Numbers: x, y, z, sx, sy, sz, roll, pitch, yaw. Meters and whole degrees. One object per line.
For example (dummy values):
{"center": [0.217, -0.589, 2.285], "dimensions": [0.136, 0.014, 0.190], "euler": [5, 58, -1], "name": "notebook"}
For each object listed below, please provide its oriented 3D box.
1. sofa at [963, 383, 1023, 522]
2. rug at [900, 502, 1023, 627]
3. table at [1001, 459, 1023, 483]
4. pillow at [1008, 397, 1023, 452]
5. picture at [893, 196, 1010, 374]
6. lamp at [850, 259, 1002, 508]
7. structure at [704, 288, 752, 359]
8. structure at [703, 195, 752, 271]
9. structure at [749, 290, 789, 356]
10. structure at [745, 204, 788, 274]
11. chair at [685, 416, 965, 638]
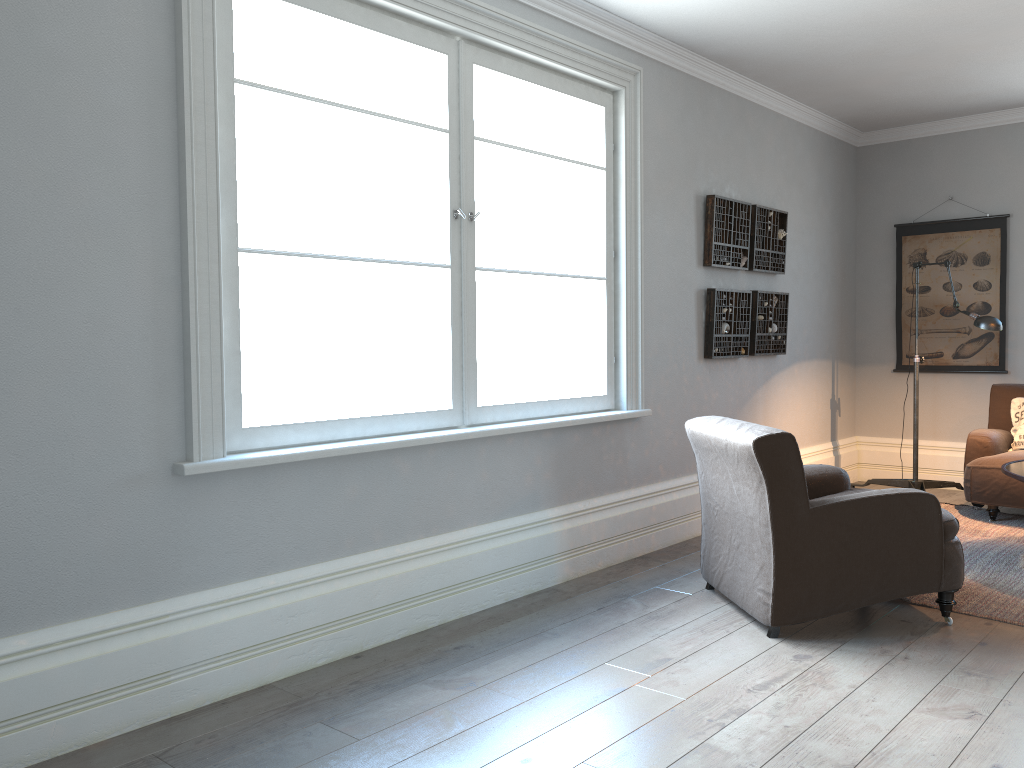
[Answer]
{"center": [3.824, 0.448, 5.031], "dimensions": [2.165, 0.824, 0.969], "euler": [2, 4, 41], "name": "sofa"}
{"center": [3.059, 0.867, 4.134], "dimensions": [2.819, 0.090, 2.400], "euler": [2, 4, 42], "name": "rug"}
{"center": [3.011, 0.673, 4.118], "dimensions": [1.300, 0.503, 1.300], "euler": [1, 3, 34], "name": "table"}
{"center": [3.391, 0.260, 5.544], "dimensions": [0.519, 0.368, 0.240], "euler": [2, 3, 41], "name": "pillow"}
{"center": [3.250, -0.738, 6.588], "dimensions": [0.793, 1.313, 0.057], "euler": [2, 3, 41], "name": "picture"}
{"center": [2.721, 0.011, 6.021], "dimensions": [0.797, 1.644, 1.864], "euler": [-1, 3, -11], "name": "lamp"}
{"center": [1.319, -0.365, 5.386], "dimensions": [0.086, 0.416, 0.468], "euler": [1, 3, 41], "name": "structure"}
{"center": [1.298, -0.907, 5.367], "dimensions": [0.099, 0.416, 0.468], "euler": [1, 3, 41], "name": "structure"}
{"center": [1.680, -0.396, 5.798], "dimensions": [0.086, 0.416, 0.468], "euler": [1, 3, 41], "name": "structure"}
{"center": [1.669, -0.931, 5.755], "dimensions": [0.105, 0.416, 0.468], "euler": [1, 3, 41], "name": "structure"}
{"center": [1.323, 0.550, 3.776], "dimensions": [0.970, 0.795, 0.807], "euler": [-1, 3, -8], "name": "chair"}
